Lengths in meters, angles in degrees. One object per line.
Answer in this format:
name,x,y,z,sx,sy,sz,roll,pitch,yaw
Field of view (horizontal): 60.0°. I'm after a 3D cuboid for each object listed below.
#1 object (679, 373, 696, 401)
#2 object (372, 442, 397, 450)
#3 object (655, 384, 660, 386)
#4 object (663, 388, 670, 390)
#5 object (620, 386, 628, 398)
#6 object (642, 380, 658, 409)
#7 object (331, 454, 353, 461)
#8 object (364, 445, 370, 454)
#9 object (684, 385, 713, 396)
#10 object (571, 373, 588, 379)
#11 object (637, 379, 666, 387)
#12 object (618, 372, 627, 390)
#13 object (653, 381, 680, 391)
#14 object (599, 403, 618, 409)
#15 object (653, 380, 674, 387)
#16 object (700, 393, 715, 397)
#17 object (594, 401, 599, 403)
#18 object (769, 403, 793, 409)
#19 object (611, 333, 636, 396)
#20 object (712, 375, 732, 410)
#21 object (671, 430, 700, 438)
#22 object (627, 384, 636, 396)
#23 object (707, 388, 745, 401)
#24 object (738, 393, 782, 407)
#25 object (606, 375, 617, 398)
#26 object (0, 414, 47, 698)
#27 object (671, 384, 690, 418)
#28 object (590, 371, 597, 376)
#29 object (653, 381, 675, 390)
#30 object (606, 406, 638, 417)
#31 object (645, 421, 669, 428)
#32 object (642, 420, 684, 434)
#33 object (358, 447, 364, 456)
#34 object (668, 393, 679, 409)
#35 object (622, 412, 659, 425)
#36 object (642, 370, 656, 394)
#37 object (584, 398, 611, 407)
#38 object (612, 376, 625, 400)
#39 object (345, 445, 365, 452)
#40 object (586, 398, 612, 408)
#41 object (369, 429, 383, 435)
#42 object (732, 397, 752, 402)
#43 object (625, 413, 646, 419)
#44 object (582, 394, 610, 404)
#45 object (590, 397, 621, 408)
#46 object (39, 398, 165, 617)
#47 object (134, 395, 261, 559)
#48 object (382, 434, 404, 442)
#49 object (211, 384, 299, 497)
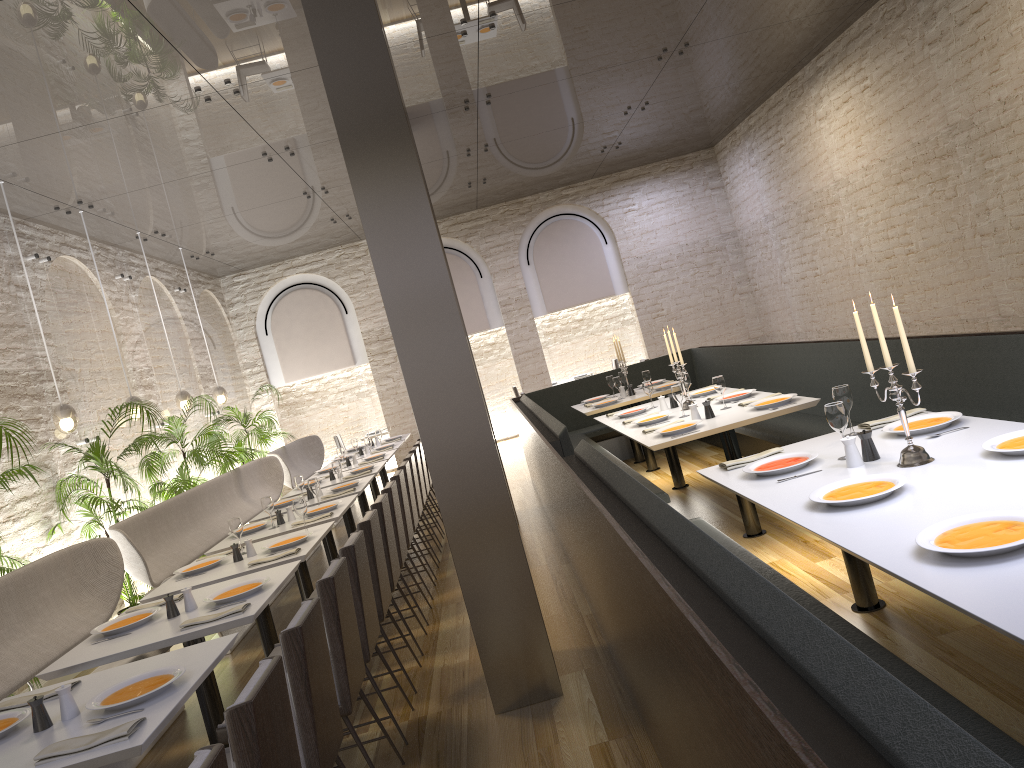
object,1.411,0.030,7.138,0.086,0.231,0.087,-15,0,10
object,-1.586,0.788,11.067,0.320,0.036,0.323,-14,3,35
object,1.521,0.017,9.425,0.181,0.015,0.038,-15,2,-1
object,1.552,0.039,8.678,0.181,0.015,0.038,-15,2,-1
object,1.143,0.081,9.118,0.068,0.126,0.069,-15,1,40
object,1.153,0.090,7.414,0.086,0.231,0.087,-15,0,10
object,-2.104,0.930,11.046,0.320,0.036,0.323,-14,3,35
object,-1.810,0.809,11.037,0.059,0.109,0.060,-15,1,33
object,1.620,0.059,7.723,0.273,0.033,0.142,-15,2,-2
object,1.175,-0.134,15.204,0.320,0.036,0.323,-14,3,33
object,1.516,0.003,9.605,0.323,0.036,0.320,-17,3,-44
object,1.222,-0.022,9.664,0.087,0.231,0.085,-15,0,-32
object,1.546,0.026,8.859,0.323,0.036,0.320,-16,3,-26
object,0.938,0.212,8.628,0.185,0.010,0.017,-15,2,-2
object,1.556,0.012,9.292,0.273,0.033,0.142,-15,2,-2
object,1.613,0.084,7.183,0.181,0.015,0.038,-15,2,-1
object,0.906,0.188,9.402,0.185,0.010,0.017,-15,2,-2
object,1.682,0.135,5.502,0.181,0.015,0.038,-15,2,-1
object,1.152,-0.207,9.230,0.131,0.657,0.391,-15,1,9
object,1.452,0.060,6.141,0.086,0.231,0.086,-15,0,40
object,1.068,0.307,5.452,0.185,0.010,0.017,-15,2,-2
object,1.221,0.061,9.098,0.068,0.126,0.069,-15,1,40
object,1.656,0.085,6.864,0.273,0.033,0.142,-15,2,-2
object,1.689,0.110,6.042,0.273,0.033,0.142,-15,2,-2
object,1.068,0.028,9.470,0.085,0.231,0.087,-15,0,34
object,-3.116,1.242,5.092,1.140,1.975,1.194,-15,1,29
object,1.198,0.123,6.315,0.086,0.231,0.086,-15,0,-2
object,1.053,-0.039,11.195,0.086,0.231,0.086,-15,0,28
object,1.563,0.017,9.138,0.273,0.033,0.142,-15,2,-2
object,0.957,0.241,7.694,0.273,0.033,0.142,-15,2,-2
object,1.034,0.282,6.275,0.185,0.010,0.017,-15,2,-2
object,1.026,0.292,6.012,0.273,0.033,0.142,-15,2,-2
object,-1.876,0.829,10.988,0.059,0.109,0.060,-15,1,33
object,1.275,0.131,7.019,0.069,0.126,0.068,-15,0,-8
object,0.992,0.267,6.835,0.273,0.033,0.142,-15,2,-2
object,1.346,-0.017,8.739,0.085,0.231,0.087,-15,0,34
object,0.893,0.194,9.269,0.273,0.033,0.142,-15,2,-2
object,1.087,0.042,9.016,0.085,0.231,0.087,-15,0,34
object,-2.151,0.896,12.185,0.320,0.036,0.323,-14,3,35
object,0.899,0.199,9.115,0.273,0.033,0.142,-15,2,-2
object,-2.333,0.828,15.051,0.320,0.036,0.323,-14,3,33
object,1.649,0.110,6.324,0.181,0.015,0.038,-15,2,-1
object,0.999,0.256,7.133,0.185,0.010,0.017,-15,2,-2
object,0.904,0.171,9.580,0.322,0.036,0.321,-15,2,-7
object,0.934,0.193,8.834,0.323,0.036,0.320,-16,3,-26
object,-3.203,1.179,7.202,1.140,1.975,1.194,-15,1,29
object,-3.287,1.119,9.211,1.182,1.975,1.151,-15,1,39
object,-1.633,0.754,12.206,0.320,0.036,0.323,-14,3,35
object,-3.372,1.041,11.673,1.149,1.975,1.184,-15,1,-21
